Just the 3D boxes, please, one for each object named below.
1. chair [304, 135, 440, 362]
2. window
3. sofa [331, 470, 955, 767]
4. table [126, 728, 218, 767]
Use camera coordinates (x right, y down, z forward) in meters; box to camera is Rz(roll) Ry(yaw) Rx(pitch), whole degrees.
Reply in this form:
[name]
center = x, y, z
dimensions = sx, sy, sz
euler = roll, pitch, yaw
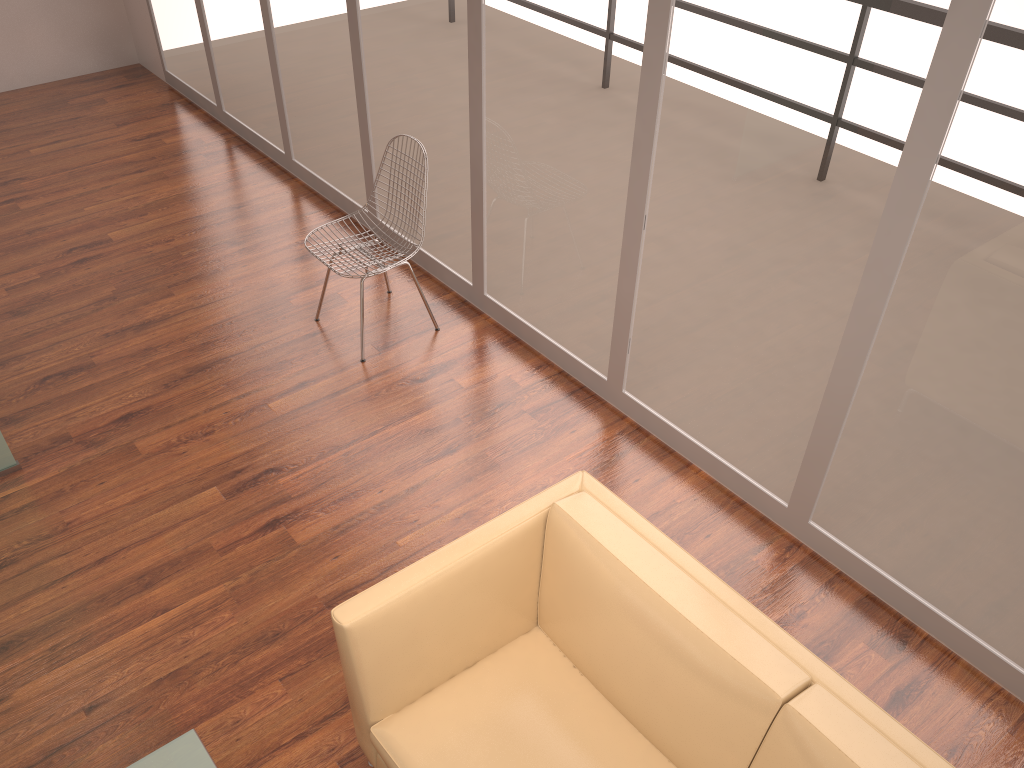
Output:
[chair]
center = -0.671, -0.672, 4.242
dimensions = 0.549, 0.945, 0.529
euler = -27, 48, -29
[window]
center = -0.157, -1.710, 3.506
dimensions = 0.061, 3.441, 8.336
euler = -28, 48, -30
[sofa]
center = 0.421, 1.132, 2.151
dimensions = 0.860, 0.879, 1.754
euler = -27, 48, -29
[table]
center = -0.588, 1.714, 1.664
dimensions = 0.919, 0.588, 1.821
euler = -27, 47, -29
